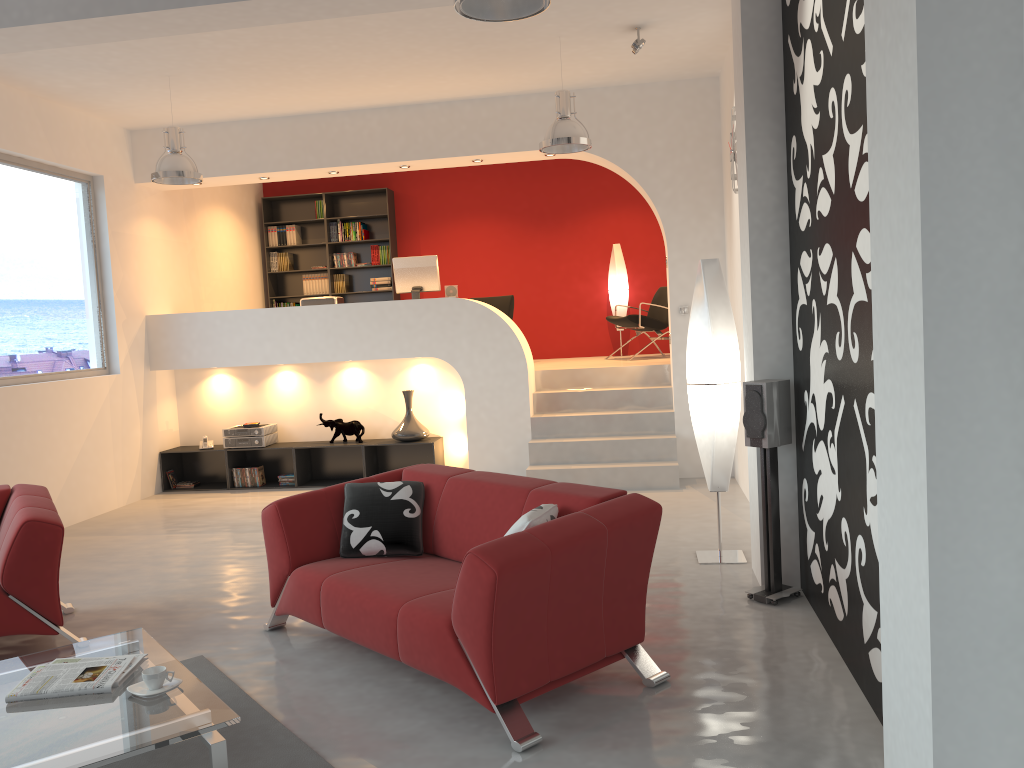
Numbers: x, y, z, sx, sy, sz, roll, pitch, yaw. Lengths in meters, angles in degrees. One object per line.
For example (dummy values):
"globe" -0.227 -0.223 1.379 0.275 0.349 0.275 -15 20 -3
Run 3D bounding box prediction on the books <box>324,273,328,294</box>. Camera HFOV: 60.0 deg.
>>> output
"books" -2.332 -1.272 11.280 0.040 0.260 0.200 -3 4 8

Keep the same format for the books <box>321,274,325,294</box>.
"books" -2.372 -1.270 11.286 0.040 0.260 0.200 -3 4 8

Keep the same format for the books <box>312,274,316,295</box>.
"books" -2.493 -1.264 11.304 0.040 0.260 0.200 -3 4 8

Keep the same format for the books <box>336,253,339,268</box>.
"books" -2.193 -1.560 11.259 0.031 0.190 0.135 -3 4 8

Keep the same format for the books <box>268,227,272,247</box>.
"books" -3.058 -1.871 11.339 0.040 0.260 0.200 -3 4 8

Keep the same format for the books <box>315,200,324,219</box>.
"books" -2.391 -2.192 11.230 0.146 0.240 0.170 -3 4 8

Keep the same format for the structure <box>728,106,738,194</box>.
"structure" 1.581 -1.645 6.244 0.090 0.596 0.596 -3 4 8

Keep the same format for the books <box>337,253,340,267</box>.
"books" -2.178 -1.560 11.256 0.031 0.190 0.135 -3 4 8

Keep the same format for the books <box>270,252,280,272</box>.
"books" -3.017 -1.555 11.369 0.090 0.256 0.181 -3 4 8

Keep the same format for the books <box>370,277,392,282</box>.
"books" -1.625 -1.311 11.150 0.260 0.040 0.200 -3 4 8

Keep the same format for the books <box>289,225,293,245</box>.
"books" -2.777 -1.883 11.297 0.040 0.260 0.200 -3 4 8

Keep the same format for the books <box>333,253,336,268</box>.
"books" -2.238 -1.558 11.265 0.031 0.190 0.135 -3 4 8

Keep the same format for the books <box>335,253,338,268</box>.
"books" -2.208 -1.559 11.261 0.031 0.190 0.135 -3 4 8

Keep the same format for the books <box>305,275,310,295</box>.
"books" -2.573 -1.261 11.316 0.040 0.260 0.200 -3 4 8

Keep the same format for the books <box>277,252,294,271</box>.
"books" -2.898 -1.553 11.351 0.146 0.240 0.170 -3 4 8

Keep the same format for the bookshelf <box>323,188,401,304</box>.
"bookshelf" -1.857 -1.303 11.177 0.816 2.213 0.305 -3 4 8

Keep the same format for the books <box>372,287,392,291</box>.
"books" -1.604 -1.193 11.170 0.260 0.040 0.200 -2 4 10

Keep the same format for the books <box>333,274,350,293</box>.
"books" -2.166 -1.270 11.268 0.146 0.240 0.170 -3 4 8

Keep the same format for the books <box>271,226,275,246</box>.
"books" -3.018 -1.872 11.333 0.040 0.260 0.200 -3 4 8

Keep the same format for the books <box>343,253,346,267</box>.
"books" -2.104 -1.564 11.246 0.031 0.190 0.135 -3 4 8

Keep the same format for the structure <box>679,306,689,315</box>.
"structure" 1.523 -0.652 7.856 0.080 0.080 0.016 -3 4 8

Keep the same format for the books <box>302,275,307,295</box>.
"books" -2.613 -1.259 11.321 0.040 0.260 0.200 -3 4 8

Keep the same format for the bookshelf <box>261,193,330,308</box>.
"bookshelf" -2.664 -1.267 11.295 0.816 2.213 0.305 -3 4 8

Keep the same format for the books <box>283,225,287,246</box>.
"books" -2.858 -1.880 11.309 0.040 0.260 0.200 -3 4 8

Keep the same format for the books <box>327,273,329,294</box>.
"books" -2.292 -1.273 11.274 0.040 0.260 0.200 -3 4 8

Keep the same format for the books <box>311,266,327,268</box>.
"books" -2.451 -1.491 11.301 0.190 0.015 0.135 -3 4 8

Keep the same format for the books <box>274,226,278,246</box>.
"books" -2.978 -1.874 11.327 0.040 0.260 0.200 -3 4 8

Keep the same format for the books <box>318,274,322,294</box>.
"books" -2.413 -1.268 11.292 0.040 0.260 0.200 -3 4 8

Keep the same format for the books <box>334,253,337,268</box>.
"books" -2.223 -1.558 11.263 0.031 0.190 0.135 -3 4 8

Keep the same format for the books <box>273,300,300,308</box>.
"books" -2.864 -0.944 11.370 0.341 0.286 0.231 -3 4 8

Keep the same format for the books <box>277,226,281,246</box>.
"books" -2.938 -1.876 11.321 0.040 0.260 0.200 -3 4 8

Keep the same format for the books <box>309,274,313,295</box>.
"books" -2.533 -1.263 11.310 0.040 0.260 0.200 -3 4 8

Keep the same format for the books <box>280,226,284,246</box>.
"books" -2.898 -1.878 11.315 0.040 0.260 0.200 -3 4 8

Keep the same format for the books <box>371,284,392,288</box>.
"books" -1.625 -1.232 11.166 0.260 0.040 0.200 -3 4 8

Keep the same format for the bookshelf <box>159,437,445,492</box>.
"bookshelf" -2.060 0.790 8.727 2.764 0.397 0.405 -3 4 8

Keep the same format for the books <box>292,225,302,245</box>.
"books" -2.737 -1.885 11.292 0.040 0.260 0.200 -3 4 8

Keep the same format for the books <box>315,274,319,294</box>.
"books" -2.453 -1.266 11.298 0.040 0.260 0.200 -3 4 8

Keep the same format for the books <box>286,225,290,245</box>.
"books" -2.817 -1.881 11.303 0.040 0.260 0.200 -3 4 8

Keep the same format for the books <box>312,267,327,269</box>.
"books" -2.432 -1.477 11.299 0.190 0.015 0.135 -3 4 8

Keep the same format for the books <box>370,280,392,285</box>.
"books" -1.631 -1.272 11.163 0.260 0.040 0.200 -3 4 8
